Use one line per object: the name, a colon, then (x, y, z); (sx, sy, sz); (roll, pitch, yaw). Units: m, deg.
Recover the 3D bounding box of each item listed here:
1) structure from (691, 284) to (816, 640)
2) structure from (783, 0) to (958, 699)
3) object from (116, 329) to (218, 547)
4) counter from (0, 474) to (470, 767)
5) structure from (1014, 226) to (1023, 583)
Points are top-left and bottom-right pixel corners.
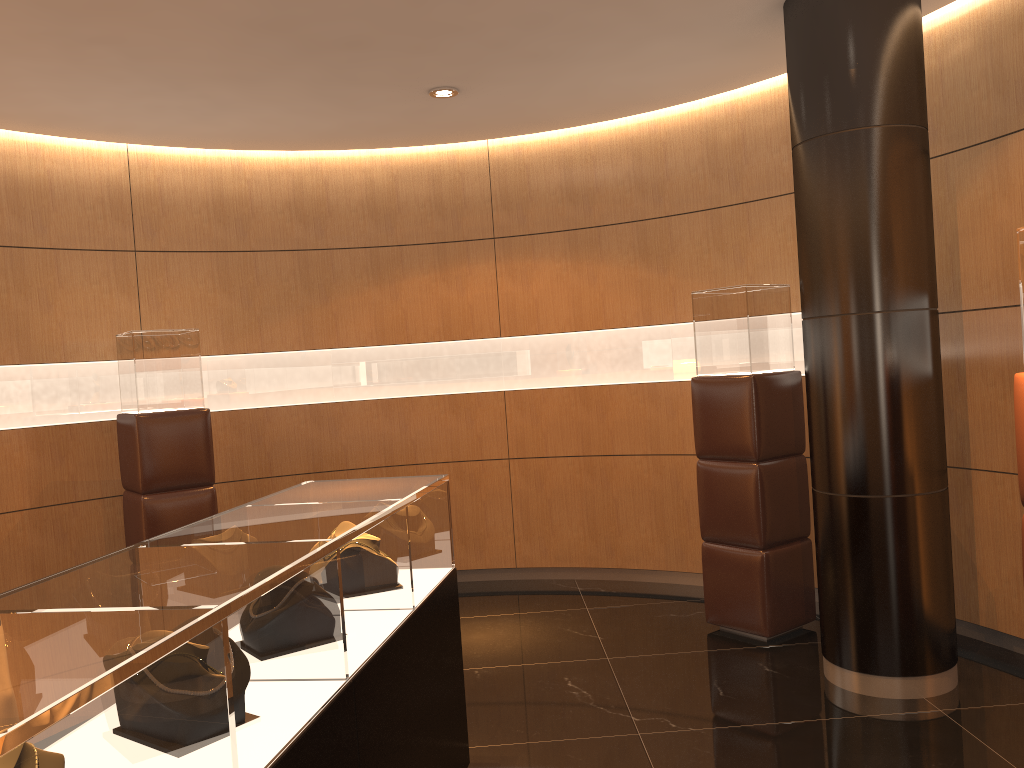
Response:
structure: (1.399, 0.437, 5.205); (0.484, 2.000, 0.498); (-5, 2, -37)
structure: (1.734, -0.282, 4.308); (0.613, 3.430, 0.613); (-4, 1, 13)
object: (-2.177, 0.668, 5.621); (0.484, 2.000, 0.498); (-5, 2, -37)
counter: (-0.706, 1.007, 2.382); (0.615, 1.173, 2.514); (-4, 1, 9)
structure: (1.993, 0.450, 2.886); (0.498, 2.000, 0.484); (-4, 1, 9)
